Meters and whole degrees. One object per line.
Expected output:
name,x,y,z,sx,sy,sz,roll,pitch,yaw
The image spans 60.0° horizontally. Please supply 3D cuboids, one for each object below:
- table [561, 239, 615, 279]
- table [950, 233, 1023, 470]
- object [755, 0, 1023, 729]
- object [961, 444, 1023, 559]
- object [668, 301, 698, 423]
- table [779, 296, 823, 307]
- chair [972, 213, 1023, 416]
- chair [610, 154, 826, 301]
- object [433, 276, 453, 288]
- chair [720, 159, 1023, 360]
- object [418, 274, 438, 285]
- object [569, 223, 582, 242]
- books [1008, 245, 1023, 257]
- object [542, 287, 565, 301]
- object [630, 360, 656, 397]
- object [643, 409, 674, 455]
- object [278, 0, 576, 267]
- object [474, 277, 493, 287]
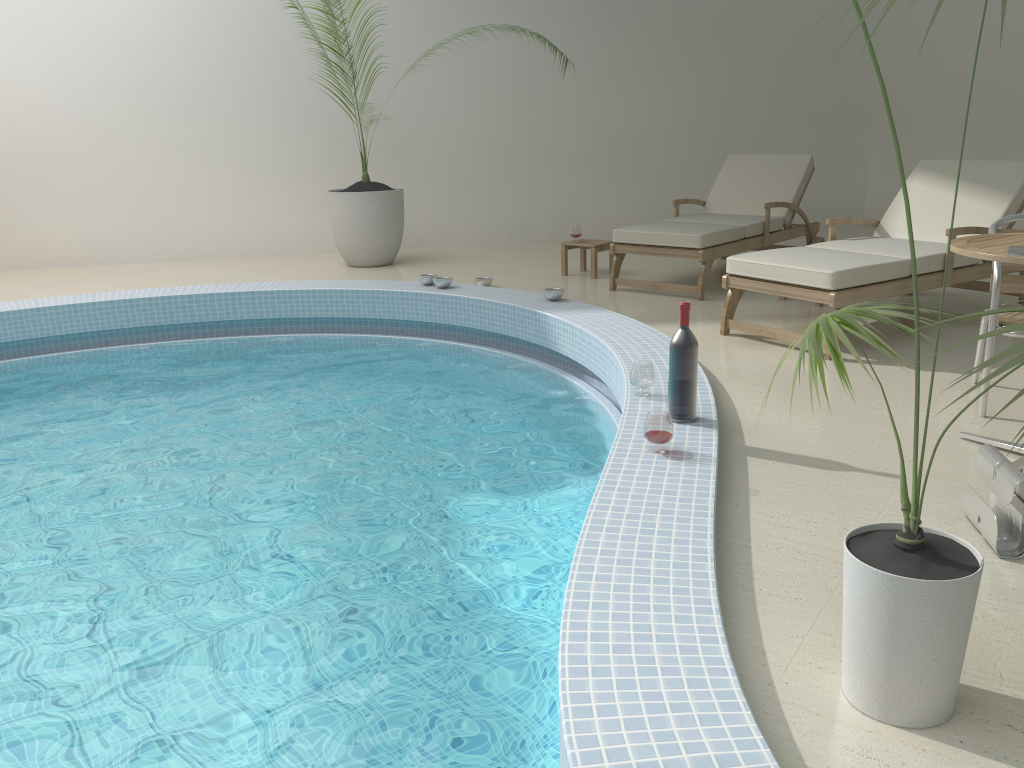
table,0.595,-0.977,6.898,0.320,0.255,0.283,12,21,39
table,1.772,-0.089,2.887,0.700,0.720,0.700,1,16,8
object,0.668,-0.184,1.578,0.791,1.695,1.059,-9,18,-23
object,1.327,0.315,2.430,0.081,0.223,0.272,1,16,9
object,0.617,-0.081,3.193,0.109,0.435,0.109,5,18,23
table,1.938,-0.661,5.673,0.283,0.255,0.320,-12,19,-31
chair,2.163,-0.268,3.426,0.618,0.727,0.563,4,17,20
chair,1.565,-1.234,6.588,0.861,0.866,1.903,12,21,39
object,-0.472,-0.691,6.070,0.140,0.069,0.140,-16,21,-40
chair,2.120,-0.775,4.952,1.903,0.866,0.861,-12,19,-31
object,-0.587,-0.728,6.208,0.140,0.069,0.140,-16,21,-40
object,0.493,-1.172,6.875,0.102,0.137,0.102,-1,16,3
books,1.588,-0.398,2.668,0.166,0.004,0.241,7,19,29
object,0.259,-0.557,5.532,0.140,0.069,0.140,-16,21,-40
object,0.521,-0.022,3.539,0.102,0.137,0.102,-2,16,-2
object,0.483,0.158,2.924,0.102,0.137,0.102,-2,16,-2
object,-1.107,-2.472,7.353,2.729,2.960,2.979,13,22,41
object,-0.210,-0.740,6.495,0.140,0.069,0.140,-16,21,-40
